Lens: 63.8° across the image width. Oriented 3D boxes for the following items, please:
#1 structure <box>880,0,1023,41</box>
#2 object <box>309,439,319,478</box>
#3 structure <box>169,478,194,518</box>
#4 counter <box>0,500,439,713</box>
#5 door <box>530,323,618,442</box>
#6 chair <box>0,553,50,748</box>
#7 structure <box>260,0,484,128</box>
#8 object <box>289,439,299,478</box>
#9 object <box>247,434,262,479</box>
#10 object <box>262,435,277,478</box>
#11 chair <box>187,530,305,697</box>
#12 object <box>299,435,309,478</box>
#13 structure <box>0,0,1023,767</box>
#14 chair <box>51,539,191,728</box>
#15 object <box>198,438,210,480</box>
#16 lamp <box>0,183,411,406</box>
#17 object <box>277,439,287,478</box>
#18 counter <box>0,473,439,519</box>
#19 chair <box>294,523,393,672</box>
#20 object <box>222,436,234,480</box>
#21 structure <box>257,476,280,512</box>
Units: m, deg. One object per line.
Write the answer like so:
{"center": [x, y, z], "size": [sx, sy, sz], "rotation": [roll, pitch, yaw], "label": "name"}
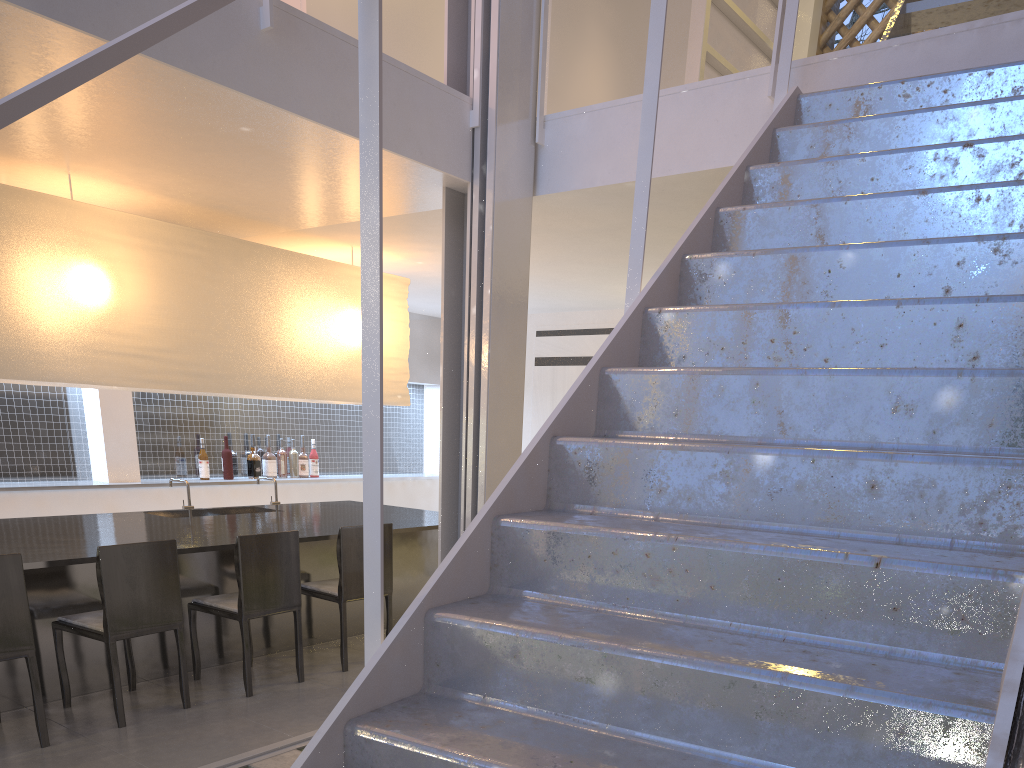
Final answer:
{"center": [1.416, -1.520, 2.026], "size": [0.517, 2.020, 1.200], "rotation": [13, 15, 33], "label": "structure"}
{"center": [-0.962, 0.361, 3.996], "size": [0.042, 0.199, 0.041], "rotation": [-11, 21, -38], "label": "object"}
{"center": [-1.083, 0.369, 2.673], "size": [0.109, 0.132, 0.033], "rotation": [8, 17, 34], "label": "structure"}
{"center": [-1.142, 0.610, 2.355], "size": [0.791, 0.398, 2.461], "rotation": [4, -1, 39], "label": "counter"}
{"center": [-1.777, 0.162, 2.449], "size": [5.456, 1.281, 0.448], "rotation": [4, 10, -39], "label": "door"}
{"center": [-1.138, 0.554, 1.697], "size": [0.231, 0.470, 0.181], "rotation": [11, 17, 34], "label": "chair"}
{"center": [-0.590, -0.935, 1.142], "size": [0.026, 0.594, 1.662], "rotation": [16, 8, 39], "label": "structure"}
{"center": [-1.033, 0.354, 3.897], "size": [0.044, 0.200, 0.043], "rotation": [14, 20, 35], "label": "object"}
{"center": [-1.174, 0.330, 3.738], "size": [0.044, 0.218, 0.044], "rotation": [14, 20, 35], "label": "object"}
{"center": [-1.123, 0.337, 3.806], "size": [0.044, 0.217, 0.045], "rotation": [15, 20, 37], "label": "object"}
{"center": [-0.718, 0.600, 2.206], "size": [0.232, 0.470, 0.181], "rotation": [11, 17, 33], "label": "chair"}
{"center": [-1.001, 0.349, 3.947], "size": [0.046, 0.217, 0.042], "rotation": [-1, 16, -11], "label": "object"}
{"center": [0.057, -0.199, 1.027], "size": [1.148, 2.100, 1.881], "rotation": [10, 11, 31], "label": "structure"}
{"center": [-0.939, 0.577, 1.960], "size": [0.232, 0.470, 0.180], "rotation": [10, 16, 31], "label": "chair"}
{"center": [-1.331, 0.325, 3.547], "size": [0.042, 0.195, 0.038], "rotation": [4, 16, 7], "label": "object"}
{"center": [-1.237, -0.222, 2.188], "size": [0.432, 0.453, 2.253], "rotation": [9, 2, 39], "label": "lamp"}
{"center": [-1.079, 0.350, 3.863], "size": [0.046, 0.200, 0.041], "rotation": [1, 16, -6], "label": "object"}
{"center": [-1.536, 0.625, 3.387], "size": [0.222, 0.467, 3.553], "rotation": [13, 5, 39], "label": "counter"}
{"center": [-0.508, 0.623, 2.461], "size": [0.230, 0.470, 0.182], "rotation": [13, 18, 37], "label": "chair"}
{"center": [-1.253, 0.326, 3.617], "size": [0.043, 0.207, 0.043], "rotation": [11, 18, 27], "label": "object"}
{"center": [-0.876, 0.392, 2.930], "size": [0.109, 0.132, 0.033], "rotation": [8, 17, 34], "label": "structure"}
